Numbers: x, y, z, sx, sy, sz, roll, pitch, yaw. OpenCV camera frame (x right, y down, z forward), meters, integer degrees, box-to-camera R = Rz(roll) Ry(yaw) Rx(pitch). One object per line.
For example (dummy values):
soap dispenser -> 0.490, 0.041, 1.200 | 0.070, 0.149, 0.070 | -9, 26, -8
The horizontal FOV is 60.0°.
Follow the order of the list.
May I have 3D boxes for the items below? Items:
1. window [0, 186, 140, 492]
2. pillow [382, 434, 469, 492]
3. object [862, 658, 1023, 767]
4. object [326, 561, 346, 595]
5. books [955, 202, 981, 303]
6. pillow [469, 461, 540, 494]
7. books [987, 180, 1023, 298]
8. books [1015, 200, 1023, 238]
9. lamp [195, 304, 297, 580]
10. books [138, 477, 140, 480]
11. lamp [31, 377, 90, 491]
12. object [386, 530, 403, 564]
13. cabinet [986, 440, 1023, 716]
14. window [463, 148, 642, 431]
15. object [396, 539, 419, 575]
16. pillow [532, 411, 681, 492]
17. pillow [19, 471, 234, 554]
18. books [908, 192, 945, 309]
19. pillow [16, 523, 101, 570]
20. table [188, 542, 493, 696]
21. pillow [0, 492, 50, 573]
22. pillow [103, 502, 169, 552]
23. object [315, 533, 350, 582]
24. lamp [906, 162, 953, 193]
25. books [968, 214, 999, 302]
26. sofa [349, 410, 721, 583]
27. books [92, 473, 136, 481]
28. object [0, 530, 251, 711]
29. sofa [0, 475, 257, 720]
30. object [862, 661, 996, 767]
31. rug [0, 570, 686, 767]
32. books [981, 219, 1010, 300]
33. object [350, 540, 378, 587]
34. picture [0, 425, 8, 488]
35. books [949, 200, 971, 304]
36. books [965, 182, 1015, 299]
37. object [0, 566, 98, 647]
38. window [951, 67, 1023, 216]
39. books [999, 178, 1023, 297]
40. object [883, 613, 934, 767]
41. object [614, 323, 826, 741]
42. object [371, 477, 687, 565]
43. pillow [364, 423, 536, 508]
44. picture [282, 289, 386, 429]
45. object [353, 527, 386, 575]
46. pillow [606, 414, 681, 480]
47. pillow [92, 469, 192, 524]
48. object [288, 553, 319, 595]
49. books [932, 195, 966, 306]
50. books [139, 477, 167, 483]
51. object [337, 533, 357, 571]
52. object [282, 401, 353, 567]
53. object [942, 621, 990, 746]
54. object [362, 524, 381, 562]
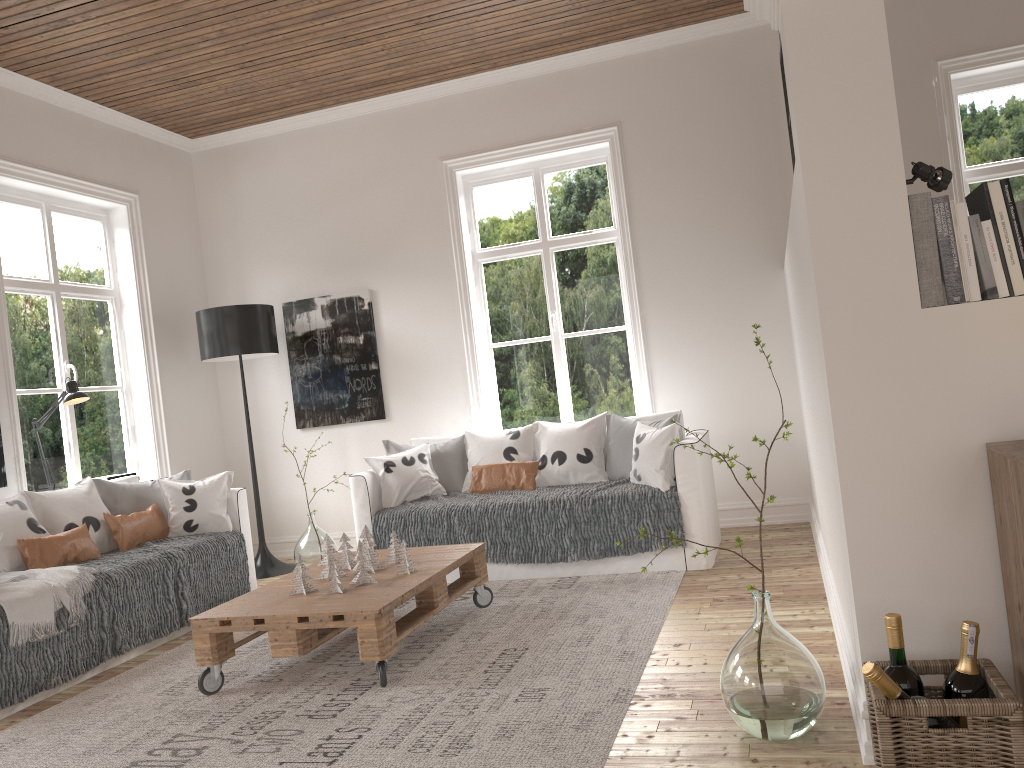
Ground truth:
window -> -2.709, -0.217, 5.379 | 0.120, 1.872, 1.055 | -7, 0, 17
pillow -> -0.498, 0.518, 5.340 | 0.541, 0.431, 0.282 | -7, 0, -10
object -> 0.936, 0.777, 1.927 | 0.276, 0.270, 0.276 | -7, 0, 17
object -> -0.693, 0.751, 3.465 | 0.068, 0.124, 0.072 | -7, 0, 1
books -> 1.102, -0.314, 2.183 | 0.031, 0.236, 0.200 | -7, 0, 17
pillow -> -0.047, 0.541, 5.056 | 0.420, 0.179, 0.127 | -7, 0, 18
books -> 1.180, -0.342, 2.159 | 0.054, 0.272, 0.200 | -7, 0, 17
books -> 1.226, -0.321, 2.134 | 0.047, 0.219, 0.171 | -7, 0, 17
lamp -> -1.740, 0.377, 5.895 | 0.499, 1.754, 0.499 | -7, 0, 14
books -> -2.461, 0.604, 5.440 | 0.212, 0.023, 0.258 | -7, 0, 17
lamp -> -2.523, 0.321, 4.972 | 0.439, 0.703, 0.196 | -7, 0, 17
object -> -0.521, 0.723, 3.950 | 0.075, 0.147, 0.075 | -6, -1, -42
cabinet -> 1.768, 0.432, 1.657 | 1.432, 0.750, 0.408 | -7, 0, 17
window -> 0.266, -0.568, 5.966 | 1.055, 1.872, 0.120 | -7, 0, 17
object -> -0.444, 0.714, 3.685 | 0.072, 0.142, 0.073 | -7, 0, 24
pillow -> 0.542, 0.383, 4.915 | 1.081, 0.450, 0.403 | -7, -1, 41
pillow -> -1.994, 0.684, 4.675 | 0.403, 0.450, 1.081 | -7, -1, 41
books -> 1.014, -0.321, 2.205 | 0.050, 0.271, 0.200 | -7, 0, 17
pillow -> -2.106, 0.790, 4.148 | 0.116, 0.220, 0.414 | -7, 0, 18
table -> -0.654, 0.962, 3.753 | 0.821, 0.300, 1.189 | -7, 0, 17
pillow -> -2.283, 0.720, 3.786 | 0.417, 0.414, 1.020 | -7, 0, -1
pillow -> -1.942, 0.750, 4.626 | 0.117, 0.235, 0.414 | -7, 0, 16
object -> -0.780, 0.729, 3.776 | 0.106, 0.193, 0.112 | -7, -1, 44
lamp -> 1.087, -0.543, 2.363 | 0.156, 0.101, 0.101 | -7, 0, 17
books -> 1.124, -0.300, 2.143 | 0.044, 0.203, 0.141 | -7, 0, 17
sofa -> 0.144, 0.638, 5.104 | 1.960, 0.776, 0.866 | -7, 0, 17
books -> -2.464, 0.579, 5.430 | 0.190, 0.028, 0.239 | -7, 0, 19
object -> -1.976, 1.032, 4.187 | 0.651, 0.423, 1.680 | -7, 0, 17
sofa -> -2.144, 0.905, 4.223 | 0.866, 0.776, 1.960 | -7, 0, 17
object -> 0.896, 0.736, 1.878 | 0.284, 0.332, 0.095 | -7, 0, -4
rug -> -0.512, 1.095, 3.720 | 2.254, 0.003, 2.474 | -7, 0, 17
books -> 1.146, -0.294, 2.132 | 0.042, 0.185, 0.125 | -7, 0, 17
object -> -0.609, 0.715, 3.575 | 0.097, 0.178, 0.103 | -7, 0, -21
picture -> -2.797, 0.095, 4.301 | 0.041, 0.908, 0.680 | -7, 0, 17
books -> 1.085, -0.316, 2.187 | 0.019, 0.243, 0.205 | -7, 0, 17
books -> 1.162, -0.341, 2.161 | 0.038, 0.274, 0.200 | -7, 0, 17
object -> -2.127, 0.911, 3.768 | 0.729, 0.255, 0.588 | -7, 0, 20
window -> 3.183, -0.922, 5.094 | 1.055, 1.872, 0.120 | -7, 0, 17
books -> 1.203, -0.345, 2.154 | 0.048, 0.274, 0.210 | -7, 0, 17
object -> 0.885, 0.711, 2.008 | 0.095, 0.377, 0.095 | -6, -1, -37
object -> 0.541, 0.410, 2.373 | 0.515, 1.117, 0.275 | -7, 0, -17
object -> 0.120, 0.746, 4.961 | 1.704, 0.390, 0.656 | -7, 0, 17
pillow -> -0.339, 0.499, 5.206 | 1.020, 0.414, 0.417 | -7, 0, -1
picture -> -1.258, -0.168, 6.239 | 0.680, 0.908, 0.041 | -7, 0, 17
object -> -0.620, 0.709, 3.821 | 0.107, 0.195, 0.113 | -7, 0, 23
pillow -> 0.742, 0.370, 4.934 | 0.292, 0.437, 0.546 | -6, -1, -40
pillow -> -2.012, 0.698, 4.875 | 0.546, 0.437, 0.292 | -6, -1, -40
object -> -0.837, 0.750, 3.530 | 0.093, 0.161, 0.088 | -7, 0, 26
books -> 1.060, -0.320, 2.189 | 0.046, 0.257, 0.193 | -7, 0, 17
books -> -2.382, 0.630, 5.700 | 0.202, 0.012, 0.251 | -7, 0, 18
object -> -0.737, 0.740, 3.946 | 0.095, 0.164, 0.090 | -7, 0, 23
object -> -1.235, 0.648, 5.753 | 0.275, 1.117, 0.515 | -7, -1, 33
object -> 0.996, 0.711, 1.977 | 0.127, 0.361, 0.094 | -7, 0, 16
object -> -0.655, 0.725, 4.028 | 0.090, 0.176, 0.090 | -7, 0, -21
